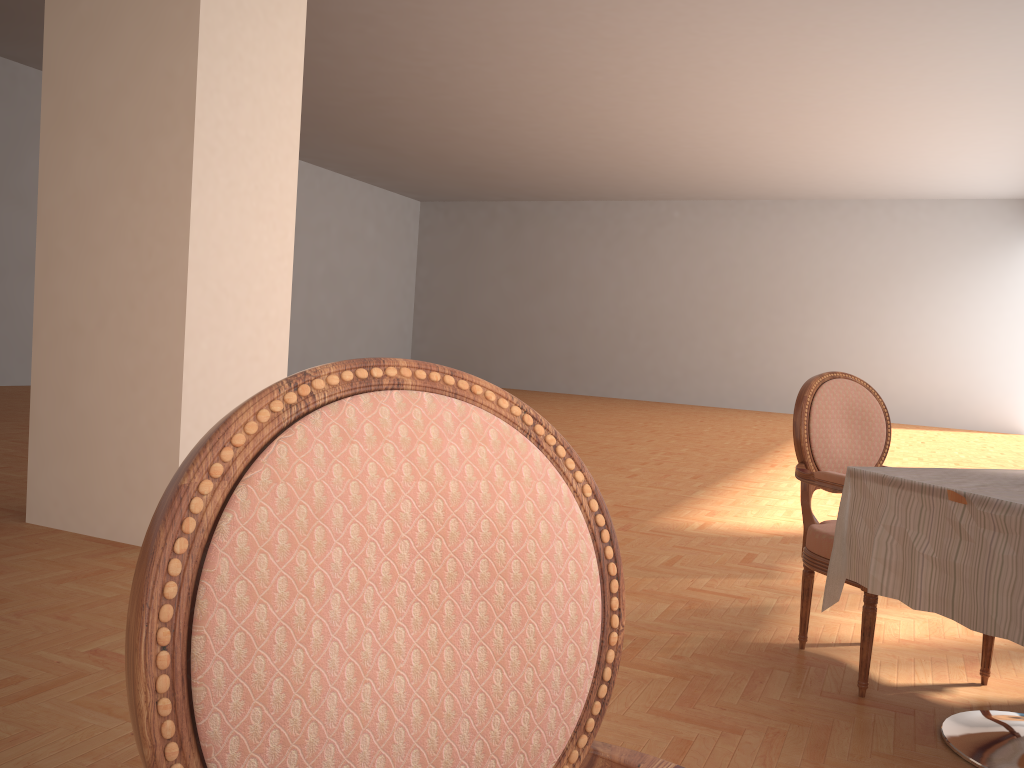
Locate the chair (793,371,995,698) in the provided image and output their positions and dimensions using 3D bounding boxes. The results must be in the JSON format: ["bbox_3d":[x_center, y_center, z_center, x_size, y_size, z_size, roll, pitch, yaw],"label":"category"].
[{"bbox_3d":[1.182,0.437,2.851,0.521,0.932,0.592,3,3,-21],"label":"chair"}]

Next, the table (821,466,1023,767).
[{"bbox_3d":[1.390,0.606,2.221,0.831,0.677,0.828,3,3,-21],"label":"table"}]

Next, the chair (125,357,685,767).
[{"bbox_3d":[0.011,0.462,0.503,0.521,0.932,0.592,2,4,-33],"label":"chair"}]
